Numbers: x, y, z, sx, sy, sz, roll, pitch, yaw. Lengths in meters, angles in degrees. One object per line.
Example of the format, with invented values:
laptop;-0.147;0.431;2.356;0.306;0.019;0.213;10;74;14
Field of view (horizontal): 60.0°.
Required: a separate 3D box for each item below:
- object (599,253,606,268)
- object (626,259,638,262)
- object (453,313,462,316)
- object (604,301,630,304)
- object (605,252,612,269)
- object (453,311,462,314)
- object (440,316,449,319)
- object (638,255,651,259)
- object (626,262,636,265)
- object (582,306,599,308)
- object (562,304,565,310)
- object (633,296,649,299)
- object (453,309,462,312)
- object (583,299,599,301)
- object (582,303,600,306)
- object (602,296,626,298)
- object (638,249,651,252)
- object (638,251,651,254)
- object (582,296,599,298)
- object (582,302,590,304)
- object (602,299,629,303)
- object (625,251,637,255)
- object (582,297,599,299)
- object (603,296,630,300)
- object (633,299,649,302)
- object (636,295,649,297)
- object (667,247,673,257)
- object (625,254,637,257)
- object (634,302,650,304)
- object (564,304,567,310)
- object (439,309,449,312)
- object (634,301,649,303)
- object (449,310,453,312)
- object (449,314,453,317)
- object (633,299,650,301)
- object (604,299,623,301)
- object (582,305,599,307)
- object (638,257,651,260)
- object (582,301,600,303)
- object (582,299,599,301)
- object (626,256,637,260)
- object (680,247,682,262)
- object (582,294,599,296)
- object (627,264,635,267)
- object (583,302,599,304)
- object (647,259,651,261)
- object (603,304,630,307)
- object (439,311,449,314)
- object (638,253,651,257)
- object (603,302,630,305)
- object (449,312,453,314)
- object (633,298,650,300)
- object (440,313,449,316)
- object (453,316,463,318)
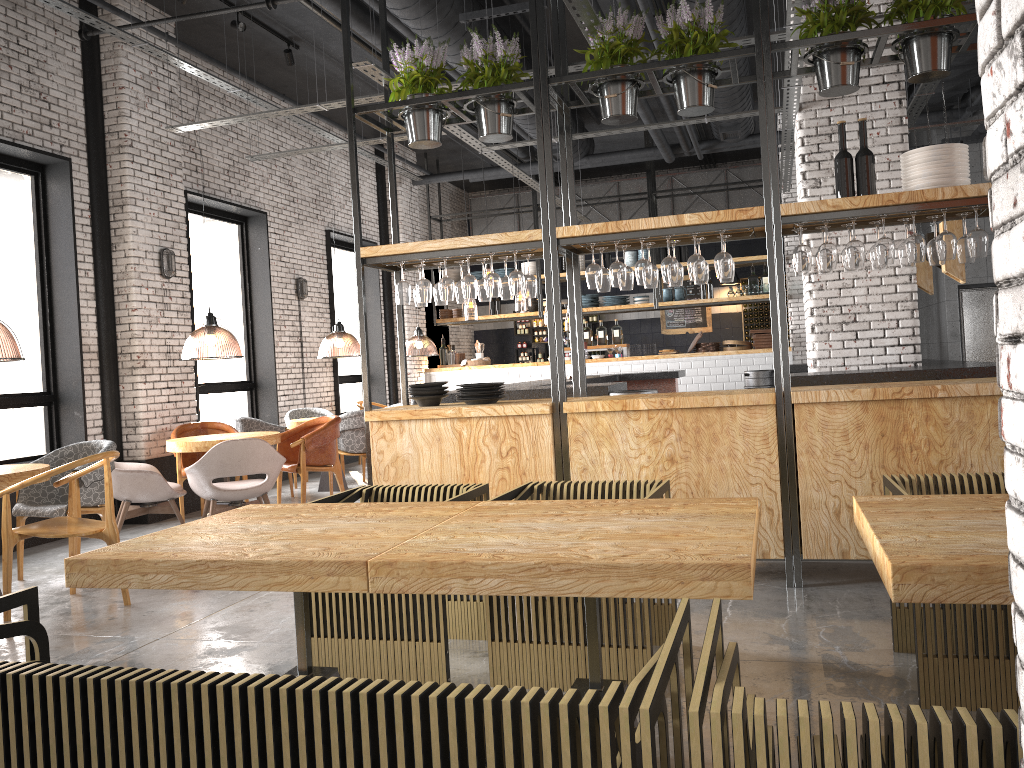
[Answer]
object;1.478;-2.090;14.555;0.098;0.471;0.098;-3;0;39
object;1.947;-1.996;14.471;0.210;0.074;0.210;-3;1;-9
object;-0.952;-1.196;15.361;0.157;0.053;0.168;-3;1;21
object;1.712;-1.330;14.548;0.453;0.050;0.454;-3;1;37
object;1.581;-2.095;14.525;0.098;0.471;0.098;-3;0;39
object;-0.954;-1.232;15.361;0.157;0.053;0.168;-3;1;21
object;-1.151;-1.138;15.267;0.157;0.053;0.168;-3;1;16
object;2.154;-2.031;14.383;0.219;0.092;0.218;-4;1;-38
object;1.946;-1.953;14.469;0.210;0.069;0.210;-4;1;-18
object;1.282;-1.261;14.676;0.335;0.033;0.334;-4;1;-14
object;0.847;-1.267;14.697;0.072;0.097;0.072;-3;0;44
object;2.105;-1.399;14.431;0.265;0.034;0.265;-3;1;29
object;-0.957;-1.274;15.361;0.157;0.053;0.168;-3;1;21
object;1.275;-1.365;14.676;0.334;0.039;0.335;-3;1;16
object;1.279;-1.296;14.679;0.373;0.067;0.372;-3;1;-2
object;1.708;-1.426;14.547;0.452;0.062;0.454;-3;1;32
object;2.154;-2.128;14.383;0.218;0.091;0.218;-3;1;34
object;2.159;-2.096;14.379;0.218;0.096;0.219;-3;1;0
object;1.272;-1.421;14.676;0.334;0.036;0.335;-3;1;6
object;1.277;-1.326;14.676;0.334;0.045;0.335;-3;1;13
object;1.708;-1.355;14.547;0.453;0.062;0.454;-4;1;-29
object;1.939;-2.126;14.466;0.210;0.074;0.210;-3;1;21
object;1.273;-1.406;14.676;0.335;0.035;0.335;-3;1;-8
object;1.706;-1.401;14.548;0.454;0.048;0.454;-2;1;43
object;2.107;-1.346;14.432;0.265;0.038;0.265;-2;1;39
object;2.103;-1.410;14.432;0.265;0.037;0.265;-3;1;11
object;2.525;-2.137;14.168;0.098;0.458;0.098;-3;0;39
object;1.938;-2.083;14.466;0.210;0.076;0.210;-3;1;-9
object;2.110;-1.305;14.431;0.263;0.026;0.263;-4;1;-38
object;0.888;-1.267;14.562;0.072;0.097;0.072;-3;0;25
object;-1.158;-1.260;15.267;0.157;0.053;0.168;-3;1;16
object;2.107;-1.328;14.431;0.263;0.037;0.263;-4;1;-10
object;-1.071;-1.270;15.508;0.157;0.053;0.168;-3;1;16
object;-1.067;-1.193;15.507;0.157;0.053;0.168;-3;1;16
object;2.107;-1.359;14.431;0.263;0.032;0.263;-4;1;-25
object;1.709;-1.379;14.546;0.454;0.065;0.452;-4;1;-21
object;1.281;-1.275;14.675;0.335;0.046;0.334;-3;1;2
object;2.154;-1.999;14.379;0.218;0.092;0.219;-3;1;6
object;1.280;-1.349;14.675;0.371;0.071;0.373;-3;1;28
object;1.277;-1.379;14.677;0.334;0.052;0.334;-4;1;-35
object;1.938;-2.039;14.469;0.210;0.078;0.210;-3;1;39
object;2.671;-2.148;14.266;0.098;0.458;0.098;-3;0;-6
object;1.270;-1.455;14.676;0.373;0.050;0.373;-2;1;38
object;1.950;-1.909;14.469;0.210;0.065;0.210;-3;1;34
object;1.278;-1.314;14.677;0.335;0.051;0.334;-4;1;-43
object;2.165;-1.968;14.379;0.218;0.093;0.219;-3;1;0
object;1.714;-1.282;14.548;0.454;0.033;0.454;-3;1;-1
object;-1.156;-1.219;15.267;0.157;0.053;0.168;-3;1;16
object;2.152;-2.063;14.383;0.219;0.092;0.218;-4;1;-33
object;1.712;-1.306;14.548;0.454;0.042;0.454;-3;1;-9
object;-1.069;-1.229;15.507;0.157;0.053;0.168;-3;1;16
object;2.106;-1.370;14.432;0.263;0.028;0.263;-2;1;44
object;-1.153;-1.183;15.267;0.157;0.053;0.168;-3;1;16
object;-0.950;-1.152;15.361;0.157;0.053;0.168;-3;1;21
